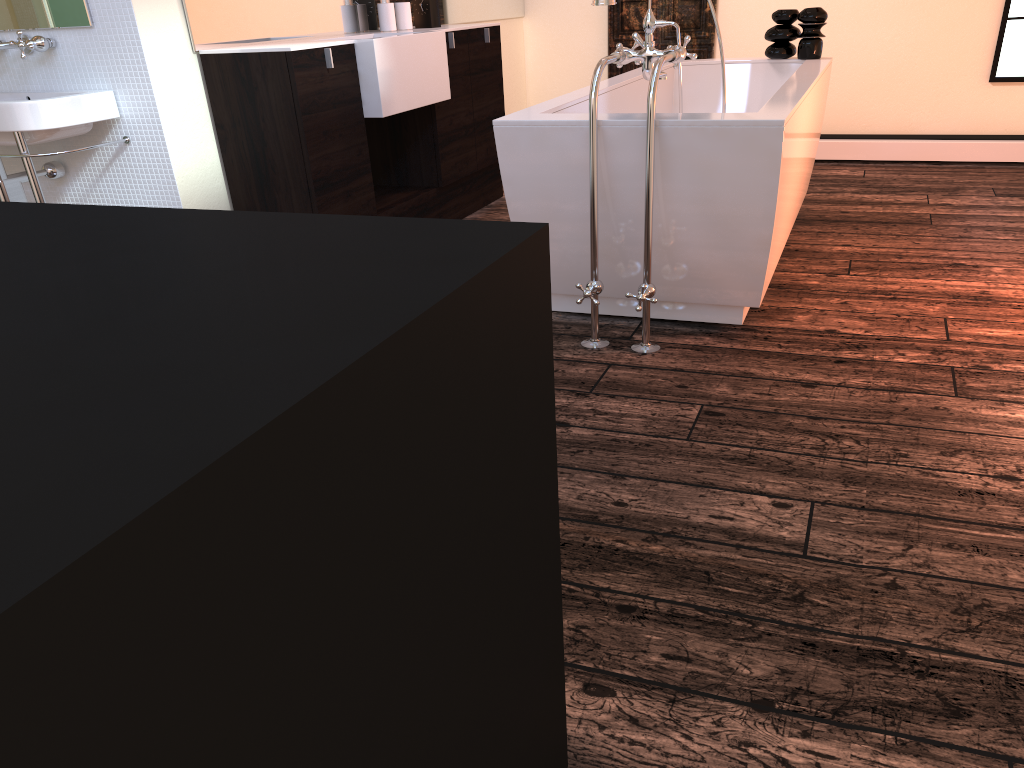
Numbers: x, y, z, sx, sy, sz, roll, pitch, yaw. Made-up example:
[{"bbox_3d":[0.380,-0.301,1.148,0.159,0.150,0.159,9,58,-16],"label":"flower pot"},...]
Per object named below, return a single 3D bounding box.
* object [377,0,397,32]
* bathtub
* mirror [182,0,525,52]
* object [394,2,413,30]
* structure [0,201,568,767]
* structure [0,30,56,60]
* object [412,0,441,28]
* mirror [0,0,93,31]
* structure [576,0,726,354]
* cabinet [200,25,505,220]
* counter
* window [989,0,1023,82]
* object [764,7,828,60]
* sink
[{"bbox_3d":[-0.551,-1.823,3.884,0.073,0.193,0.079,-17,30,-25],"label":"object"},{"bbox_3d":[0.727,-0.937,3.439,0.797,0.705,2.184,7,28,20],"label":"bathtub"},{"bbox_3d":[-0.541,-2.746,3.871,0.011,1.874,3.187,8,28,20],"label":"mirror"},{"bbox_3d":[-0.490,-1.842,3.993,0.073,0.124,0.072,5,28,15],"label":"object"},{"bbox_3d":[-0.490,0.338,0.864,0.868,0.875,0.789,7,28,20],"label":"structure"},{"bbox_3d":[-1.632,-1.181,2.825,0.297,0.124,0.233,7,28,20],"label":"structure"},{"bbox_3d":[-0.395,-1.918,4.075,0.115,0.181,0.066,21,36,39],"label":"object"},{"bbox_3d":[-1.634,-1.858,2.593,0.603,1.298,0.011,7,29,19],"label":"mirror"},{"bbox_3d":[0.356,-0.707,2.580,0.382,1.138,0.547,16,33,32],"label":"structure"},{"bbox_3d":[-0.523,-1.188,3.901,0.385,0.938,1.829,7,28,20],"label":"cabinet"},{"bbox_3d":[-0.513,-1.480,3.739,0.441,0.301,1.828,7,28,20],"label":"counter"},{"bbox_3d":[2.840,-2.155,4.686,0.448,0.713,0.045,7,29,19],"label":"window"},{"bbox_3d":[1.251,-1.723,3.924,0.155,0.232,0.273,-23,32,-33],"label":"object"},{"bbox_3d":[-1.643,-0.674,3.042,0.680,0.798,0.341,7,29,20],"label":"sink"}]
